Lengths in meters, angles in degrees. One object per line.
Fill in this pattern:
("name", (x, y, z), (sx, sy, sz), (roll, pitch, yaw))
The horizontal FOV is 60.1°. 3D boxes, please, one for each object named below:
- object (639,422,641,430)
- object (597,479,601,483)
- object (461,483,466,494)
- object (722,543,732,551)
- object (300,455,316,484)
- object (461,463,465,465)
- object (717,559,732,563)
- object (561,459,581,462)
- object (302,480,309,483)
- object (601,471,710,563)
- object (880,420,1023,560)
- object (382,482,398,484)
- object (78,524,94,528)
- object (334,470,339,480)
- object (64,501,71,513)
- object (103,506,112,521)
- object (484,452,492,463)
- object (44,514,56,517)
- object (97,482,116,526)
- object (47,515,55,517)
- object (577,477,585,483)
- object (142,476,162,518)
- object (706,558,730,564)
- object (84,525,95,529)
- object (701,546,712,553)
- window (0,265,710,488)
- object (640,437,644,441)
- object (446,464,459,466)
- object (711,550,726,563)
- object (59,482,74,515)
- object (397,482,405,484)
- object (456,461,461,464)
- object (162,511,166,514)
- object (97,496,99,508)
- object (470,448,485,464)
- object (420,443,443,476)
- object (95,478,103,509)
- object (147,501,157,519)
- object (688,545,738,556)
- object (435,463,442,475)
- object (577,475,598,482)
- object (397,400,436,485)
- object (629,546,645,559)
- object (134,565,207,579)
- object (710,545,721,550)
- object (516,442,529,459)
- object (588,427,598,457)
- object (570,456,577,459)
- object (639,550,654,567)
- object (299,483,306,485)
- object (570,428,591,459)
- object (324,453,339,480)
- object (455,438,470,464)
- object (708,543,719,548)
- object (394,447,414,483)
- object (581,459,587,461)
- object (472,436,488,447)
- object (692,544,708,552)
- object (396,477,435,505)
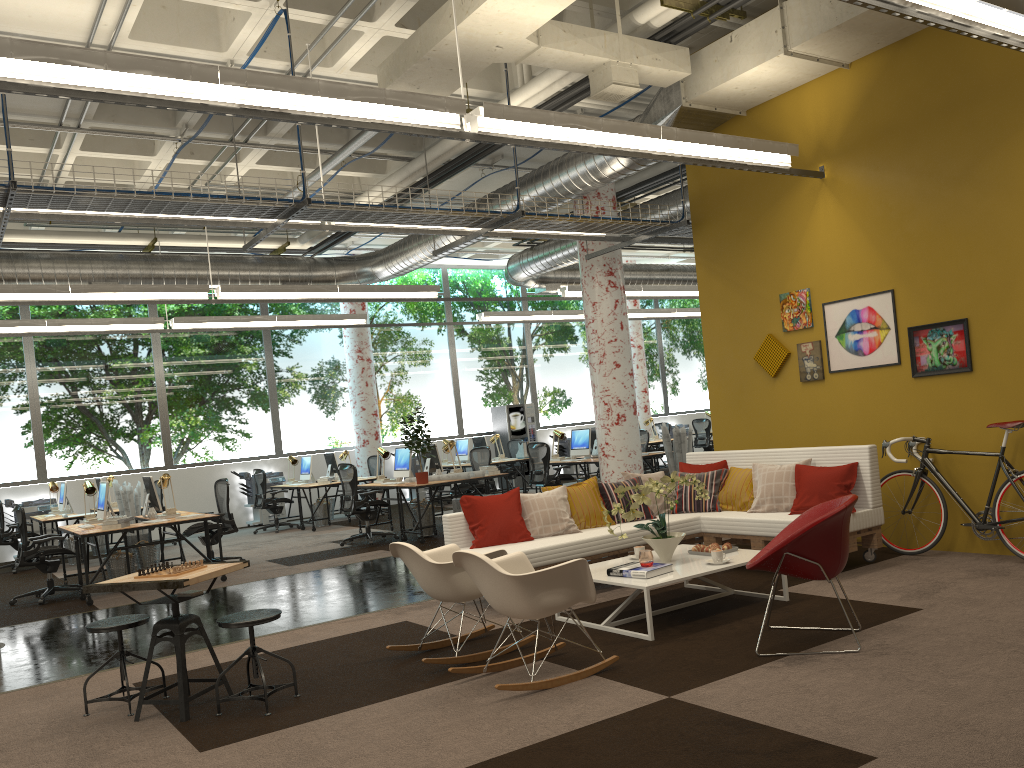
("object", (2.685, 1.047, 19.695), (0.189, 0.485, 0.485), (-6, -1, -33))
("object", (1.390, 1.656, 13.661), (0.352, 0.435, 0.360), (-5, -1, -37))
("object", (-0.885, 2.132, 18.328), (0.352, 0.398, 0.354), (-6, -1, -14))
("object", (1.534, 1.165, 6.322), (0.072, 0.062, 0.136), (-6, -2, 14))
("object", (-3.526, 1.478, 15.290), (0.189, 0.485, 0.485), (-6, -1, -33))
("object", (-0.930, 1.502, 16.625), (0.106, 0.029, 0.059), (-4, -3, -32))
("object", (1.407, 1.167, 5.834), (0.132, 0.011, 0.028), (-5, -2, -16))
("object", (0.926, 1.191, 13.809), (0.118, 0.017, 0.440), (-4, -3, -33))
("object", (-3.646, 1.643, 15.607), (0.101, 0.209, 0.101), (-6, 0, 12))
("object", (1.022, 0.930, 6.153), (0.787, 0.616, 0.418), (-5, -1, -21))
("object", (3.481, 0.824, 6.779), (0.401, 1.040, 1.740), (-6, -2, -27))
("object", (-1.645, 1.350, 12.036), (0.118, 0.017, 0.440), (-4, -3, -33))
("object", (-4.781, 1.594, 9.935), (0.118, 0.017, 0.440), (-4, -3, -33))
("object", (-3.081, 1.580, 15.484), (0.101, 0.209, 0.101), (-6, 0, 12))
("object", (-6.794, 1.869, 13.533), (0.101, 0.209, 0.101), (-6, 0, 12))
("object", (-4.726, 1.512, 10.350), (0.101, 0.209, 0.101), (-6, 0, 12))
("object", (-0.514, 1.306, 16.228), (0.150, 0.302, 0.281), (-6, -1, -33))
("object", (-6.849, 1.951, 13.118), (0.118, 0.017, 0.440), (-4, -3, -33))
("object", (-4.605, 1.347, 10.033), (0.189, 0.485, 0.485), (-6, -1, -33))
("object", (-6.676, 1.914, 12.839), (0.106, 0.029, 0.059), (-4, -3, -32))
("object", (1.195, 1.735, 14.635), (0.119, 0.403, 0.236), (-6, 0, -33))
("object", (-4.309, 1.340, 10.542), (0.189, 0.485, 0.485), (-6, -1, -33))
("object", (1.367, 1.181, 5.878), (0.161, 0.020, 0.160), (-7, -3, 21))
("object", (-4.608, 1.557, 9.656), (0.106, 0.029, 0.059), (-4, -3, -32))
("object", (1.374, 1.178, 6.272), (0.069, 0.060, 0.131), (-6, -2, -11))
("window", (-2.127, -0.638, 18.574), (26.139, 3.764, 0.050), (-4, -1, -33))
("object", (2.834, 1.156, 19.381), (0.101, 0.209, 0.101), (-6, 0, 12))
("object", (-1.102, 1.539, 16.904), (0.118, 0.017, 0.440), (-4, -3, -33))
("object", (1.367, 1.143, 5.878), (0.086, 0.085, 0.079), (-6, -1, -5))
("object", (-6.673, 1.703, 13.216), (0.189, 0.485, 0.485), (-6, -1, -33))
("object", (-1.473, 1.313, 11.757), (0.106, 0.029, 0.059), (-4, -3, -32))
("object", (-1.047, 1.457, 17.319), (0.101, 0.209, 0.101), (-6, 0, 12))
("object", (-4.260, 1.580, 10.922), (0.106, 0.029, 0.059), (-4, -3, -32))
("object", (-6.228, 1.805, 13.410), (0.101, 0.209, 0.101), (-6, 0, 12))
("object", (-0.637, 1.315, 16.147), (0.150, 0.302, 0.281), (-6, -1, -33))
("object", (-1.173, 1.095, 12.643), (0.189, 0.485, 0.485), (-6, -1, -33))
("object", (-6.377, 1.696, 13.725), (0.189, 0.485, 0.485), (-6, -1, -33))
("object", (-4.160, 1.449, 10.227), (0.101, 0.209, 0.101), (-6, 0, 12))
("object", (1.437, 1.192, 6.336), (0.266, 0.026, 0.268), (-4, -3, -33))
("object", (-1.025, 1.204, 12.328), (0.101, 0.209, 0.101), (-6, 0, 12))
("object", (1.262, 1.716, 14.674), (0.352, 0.435, 0.360), (-5, -1, -37))
("object", (-1.214, 0.740, 11.284), (0.437, 1.078, 0.515), (-6, 0, -43))
("object", (0.922, 1.215, 6.390), (0.160, 0.090, 0.161), (-6, -2, -9))
("object", (-1.896, 1.046, 4.928), (0.273, 0.012, 0.273), (-7, -3, 17))
("object", (1.448, 1.171, 6.267), (0.064, 0.055, 0.121), (-6, -2, -11))
("object", (0.204, 1.255, 16.701), (0.150, 0.302, 0.281), (-6, -1, -33))
("object", (1.399, 0.936, 14.416), (0.189, 0.485, 0.485), (-6, -1, -33))
("object", (0.981, 1.109, 14.224), (0.101, 0.209, 0.101), (-6, 0, 12))
("object", (0.873, 1.137, 5.762), (0.094, 0.106, 0.094), (-6, -1, 17))
("object", (-3.529, 1.688, 14.913), (0.106, 0.029, 0.059), (-4, -3, -32))
("object", (1.102, 0.943, 13.907), (0.189, 0.485, 0.485), (-6, -1, -33))
("object", (-3.229, 1.471, 15.799), (0.189, 0.485, 0.485), (-6, -1, -33))
("object", (-1.051, 1.679, 17.254), (0.190, 1.209, 1.081), (-6, -1, -33))
("object", (1.467, 1.176, 6.399), (0.064, 0.055, 0.121), (-6, -2, -11))
("object", (-1.470, 1.102, 12.134), (0.189, 0.485, 0.485), (-6, -1, -33))
("object", (1.099, 1.154, 13.530), (0.106, 0.029, 0.059), (-4, -3, -32))
("object", (-0.630, 1.285, 17.511), (0.189, 0.485, 0.485), (-6, -1, -33))
("object", (1.349, 1.185, 6.374), (0.135, 0.061, 0.072), (-5, -1, -13))
("object", (-1.325, 1.591, 12.161), (0.104, 0.933, 0.851), (-6, -1, -38))
